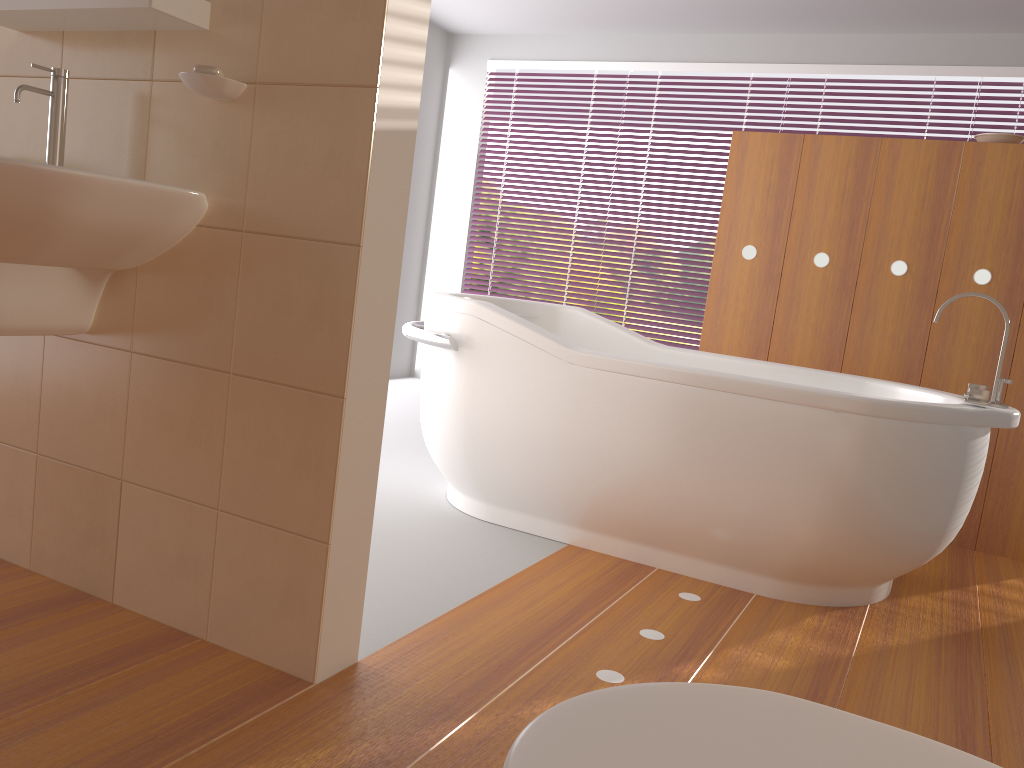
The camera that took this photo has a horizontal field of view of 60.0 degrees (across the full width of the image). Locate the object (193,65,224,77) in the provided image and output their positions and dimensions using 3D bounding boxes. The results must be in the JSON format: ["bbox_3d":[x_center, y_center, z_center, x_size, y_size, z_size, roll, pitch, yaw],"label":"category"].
[{"bbox_3d":[-0.549,-0.561,1.605,0.050,0.023,0.075,6,7,-9],"label":"object"}]

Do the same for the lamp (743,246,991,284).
[{"bbox_3d":[1.446,-0.433,3.312,1.169,0.052,0.001,11,8,26],"label":"lamp"}]

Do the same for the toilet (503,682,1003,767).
[{"bbox_3d":[0.223,0.480,0.541,0.534,0.400,0.375,11,8,26],"label":"toilet"}]

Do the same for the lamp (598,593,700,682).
[{"bbox_3d":[-1.544,0.379,1.763,3.173,0.001,2.893,11,8,26],"label":"lamp"}]

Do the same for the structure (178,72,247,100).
[{"bbox_3d":[-0.553,-0.539,1.607,0.117,0.029,0.092,11,8,26],"label":"structure"}]

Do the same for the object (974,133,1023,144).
[{"bbox_3d":[1.791,-0.883,3.261,0.173,0.046,0.173,11,8,26],"label":"object"}]

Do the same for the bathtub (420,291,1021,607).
[{"bbox_3d":[0.559,0.056,2.871,1.874,0.900,0.888,11,8,26],"label":"bathtub"}]

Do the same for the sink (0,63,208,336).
[{"bbox_3d":[-0.973,-0.340,1.582,0.683,0.516,0.539,11,8,26],"label":"sink"}]

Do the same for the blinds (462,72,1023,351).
[{"bbox_3d":[1.813,-0.616,4.809,4.712,2.022,0.032,11,8,26],"label":"blinds"}]

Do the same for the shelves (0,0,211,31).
[{"bbox_3d":[-0.835,-0.727,1.712,0.554,0.050,0.138,11,8,26],"label":"shelves"}]
